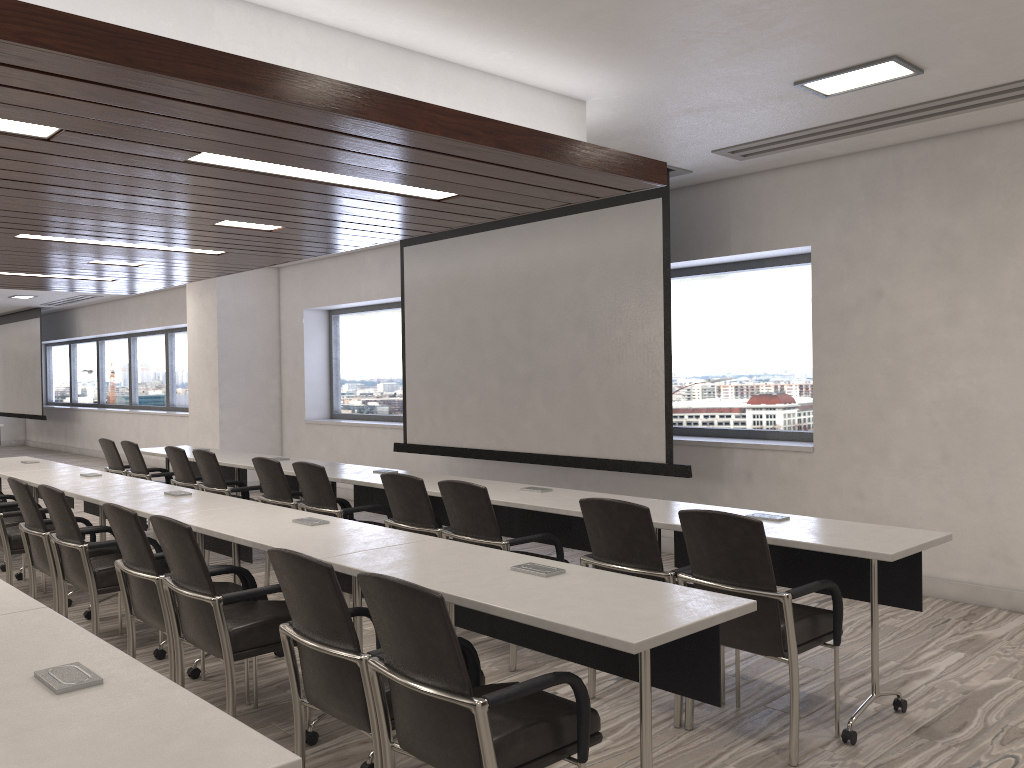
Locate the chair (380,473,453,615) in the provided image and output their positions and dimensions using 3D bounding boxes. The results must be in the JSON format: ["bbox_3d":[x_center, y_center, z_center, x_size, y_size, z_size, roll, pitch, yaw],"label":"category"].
[{"bbox_3d":[-0.394,0.949,5.059,0.638,0.939,0.513,-2,1,-44],"label":"chair"}]

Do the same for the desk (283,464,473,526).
[{"bbox_3d":[-0.981,1.017,6.231,0.577,0.795,1.509,-2,1,-43],"label":"desk"}]

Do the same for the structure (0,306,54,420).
[{"bbox_3d":[-10.333,-0.453,18.578,0.438,2.329,3.550,-2,1,-43],"label":"structure"}]

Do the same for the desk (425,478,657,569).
[{"bbox_3d":[0.062,1.013,5.122,0.577,0.795,1.509,-2,1,-43],"label":"desk"}]

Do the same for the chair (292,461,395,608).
[{"bbox_3d":[-1.070,0.951,5.791,0.638,0.939,0.513,-2,1,-43],"label":"chair"}]

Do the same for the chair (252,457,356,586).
[{"bbox_3d":[-1.439,0.953,6.164,0.638,0.939,0.513,-2,1,-43],"label":"chair"}]

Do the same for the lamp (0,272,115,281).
[{"bbox_3d":[-4.515,-1.050,8.349,1.496,0.045,0.236,-2,1,-43],"label":"lamp"}]

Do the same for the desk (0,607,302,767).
[{"bbox_3d":[-1.098,1.066,1.953,0.577,0.795,1.509,-2,1,-43],"label":"desk"}]

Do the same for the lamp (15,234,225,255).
[{"bbox_3d":[-2.857,-1.057,6.586,1.496,0.045,0.236,-2,1,-43],"label":"lamp"}]

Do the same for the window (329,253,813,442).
[{"bbox_3d":[0.047,-0.265,9.095,0.118,1.419,6.968,-2,1,-43],"label":"window"}]

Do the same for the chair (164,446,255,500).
[{"bbox_3d":[-2.477,0.957,7.281,0.638,0.939,0.513,-2,1,-43],"label":"chair"}]

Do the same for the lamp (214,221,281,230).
[{"bbox_3d":[-1.732,-1.066,5.832,0.421,0.046,0.236,-2,1,-43],"label":"lamp"}]

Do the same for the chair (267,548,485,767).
[{"bbox_3d":[-0.441,0.973,2.933,0.638,0.939,0.513,-2,1,-43],"label":"chair"}]

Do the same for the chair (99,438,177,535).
[{"bbox_3d":[-3.524,0.961,8.379,0.638,0.939,0.513,-2,1,-43],"label":"chair"}]

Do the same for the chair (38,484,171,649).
[{"bbox_3d":[-2.160,0.980,4.767,0.638,0.939,0.513,-2,1,-44],"label":"chair"}]

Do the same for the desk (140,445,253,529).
[{"bbox_3d":[-3.069,1.025,8.452,0.577,0.795,1.509,-2,1,-43],"label":"desk"}]

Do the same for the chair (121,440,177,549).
[{"bbox_3d":[-3.156,0.960,8.010,0.638,0.939,0.513,-2,1,-43],"label":"chair"}]

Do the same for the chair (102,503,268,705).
[{"bbox_3d":[-1.480,0.977,4.030,0.638,0.939,0.513,-2,1,-43],"label":"chair"}]

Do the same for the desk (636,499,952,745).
[{"bbox_3d":[1.099,1.009,4.019,0.577,0.795,1.509,-2,1,-43],"label":"desk"}]

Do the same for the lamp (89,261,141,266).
[{"bbox_3d":[-3.390,-1.060,7.595,0.421,0.046,0.236,-2,1,-43],"label":"lamp"}]

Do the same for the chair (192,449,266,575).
[{"bbox_3d":[-2.115,0.956,6.904,0.638,0.939,0.513,-2,1,-43],"label":"chair"}]

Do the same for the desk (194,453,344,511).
[{"bbox_3d":[-2.026,1.021,7.342,0.577,0.795,1.509,-2,1,-43],"label":"desk"}]

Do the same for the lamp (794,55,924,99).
[{"bbox_3d":[1.730,-1.583,4.440,0.324,0.120,0.519,-2,1,-43],"label":"lamp"}]

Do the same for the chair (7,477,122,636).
[{"bbox_3d":[-2.537,0.982,5.140,0.638,0.939,0.513,-2,1,-43],"label":"chair"}]

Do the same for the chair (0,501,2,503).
[{"bbox_3d":[-4.612,0.990,7.363,0.638,0.939,0.513,-2,1,-44],"label":"chair"}]

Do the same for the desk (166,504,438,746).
[{"bbox_3d":[-1.028,1.041,4.096,0.577,0.795,1.509,-2,1,-43],"label":"desk"}]

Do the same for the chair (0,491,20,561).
[{"bbox_3d":[-4.252,0.988,6.977,0.638,0.939,0.513,-2,1,-44],"label":"chair"}]

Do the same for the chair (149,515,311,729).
[{"bbox_3d":[-1.117,0.976,3.657,0.638,0.939,0.513,-2,1,-43],"label":"chair"}]

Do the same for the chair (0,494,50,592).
[{"bbox_3d":[-3.570,0.986,6.243,0.638,0.939,0.513,-2,1,-43],"label":"chair"}]

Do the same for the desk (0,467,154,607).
[{"bbox_3d":[-3.116,1.050,6.317,0.577,0.795,1.509,-2,1,-43],"label":"desk"}]

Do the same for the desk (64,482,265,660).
[{"bbox_3d":[-2.071,1.045,5.206,0.577,0.795,1.509,-2,1,-43],"label":"desk"}]

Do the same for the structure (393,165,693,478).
[{"bbox_3d":[0.029,-0.495,7.559,0.438,2.329,3.550,-2,1,-43],"label":"structure"}]

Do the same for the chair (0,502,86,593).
[{"bbox_3d":[-3.213,0.984,5.860,0.638,0.939,0.513,-2,1,-44],"label":"chair"}]

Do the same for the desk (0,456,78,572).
[{"bbox_3d":[-4.159,1.054,7.426,0.577,0.795,1.509,-2,1,-43],"label":"desk"}]

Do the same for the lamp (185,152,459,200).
[{"bbox_3d":[-3.451,-1.334,9.570,1.499,0.552,12.001,-1,1,-27],"label":"lamp"}]

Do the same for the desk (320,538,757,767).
[{"bbox_3d":[0.009,1.037,2.994,0.577,0.795,1.509,-2,1,-43],"label":"desk"}]

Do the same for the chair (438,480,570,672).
[{"bbox_3d":[-0.038,0.947,4.673,0.638,0.939,0.513,-2,1,-43],"label":"chair"}]

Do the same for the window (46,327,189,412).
[{"bbox_3d":[-7.155,-0.236,16.753,0.118,1.419,10.452,-2,1,-43],"label":"window"}]

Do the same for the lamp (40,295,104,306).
[{"bbox_3d":[-5.824,-1.307,10.533,1.469,0.552,14.295,-1,1,-21],"label":"lamp"}]

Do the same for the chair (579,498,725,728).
[{"bbox_3d":[0.640,0.945,3.950,0.638,0.939,0.513,-2,1,-44],"label":"chair"}]

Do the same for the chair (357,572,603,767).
[{"bbox_3d":[-0.086,0.972,2.558,0.638,0.939,0.513,-2,1,-43],"label":"chair"}]

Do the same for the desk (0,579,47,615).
[{"bbox_3d":[-2.134,1.070,3.056,0.577,0.795,1.509,-2,1,-43],"label":"desk"}]

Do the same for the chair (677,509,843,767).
[{"bbox_3d":[1.007,0.943,3.579,0.638,0.939,0.513,-2,1,-43],"label":"chair"}]

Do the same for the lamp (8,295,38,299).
[{"bbox_3d":[-8.377,-1.542,15.188,0.324,0.120,0.519,-2,1,-43],"label":"lamp"}]

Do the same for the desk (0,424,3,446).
[{"bbox_3d":[-8.946,1.049,14.702,0.577,0.795,1.509,-2,1,-43],"label":"desk"}]
